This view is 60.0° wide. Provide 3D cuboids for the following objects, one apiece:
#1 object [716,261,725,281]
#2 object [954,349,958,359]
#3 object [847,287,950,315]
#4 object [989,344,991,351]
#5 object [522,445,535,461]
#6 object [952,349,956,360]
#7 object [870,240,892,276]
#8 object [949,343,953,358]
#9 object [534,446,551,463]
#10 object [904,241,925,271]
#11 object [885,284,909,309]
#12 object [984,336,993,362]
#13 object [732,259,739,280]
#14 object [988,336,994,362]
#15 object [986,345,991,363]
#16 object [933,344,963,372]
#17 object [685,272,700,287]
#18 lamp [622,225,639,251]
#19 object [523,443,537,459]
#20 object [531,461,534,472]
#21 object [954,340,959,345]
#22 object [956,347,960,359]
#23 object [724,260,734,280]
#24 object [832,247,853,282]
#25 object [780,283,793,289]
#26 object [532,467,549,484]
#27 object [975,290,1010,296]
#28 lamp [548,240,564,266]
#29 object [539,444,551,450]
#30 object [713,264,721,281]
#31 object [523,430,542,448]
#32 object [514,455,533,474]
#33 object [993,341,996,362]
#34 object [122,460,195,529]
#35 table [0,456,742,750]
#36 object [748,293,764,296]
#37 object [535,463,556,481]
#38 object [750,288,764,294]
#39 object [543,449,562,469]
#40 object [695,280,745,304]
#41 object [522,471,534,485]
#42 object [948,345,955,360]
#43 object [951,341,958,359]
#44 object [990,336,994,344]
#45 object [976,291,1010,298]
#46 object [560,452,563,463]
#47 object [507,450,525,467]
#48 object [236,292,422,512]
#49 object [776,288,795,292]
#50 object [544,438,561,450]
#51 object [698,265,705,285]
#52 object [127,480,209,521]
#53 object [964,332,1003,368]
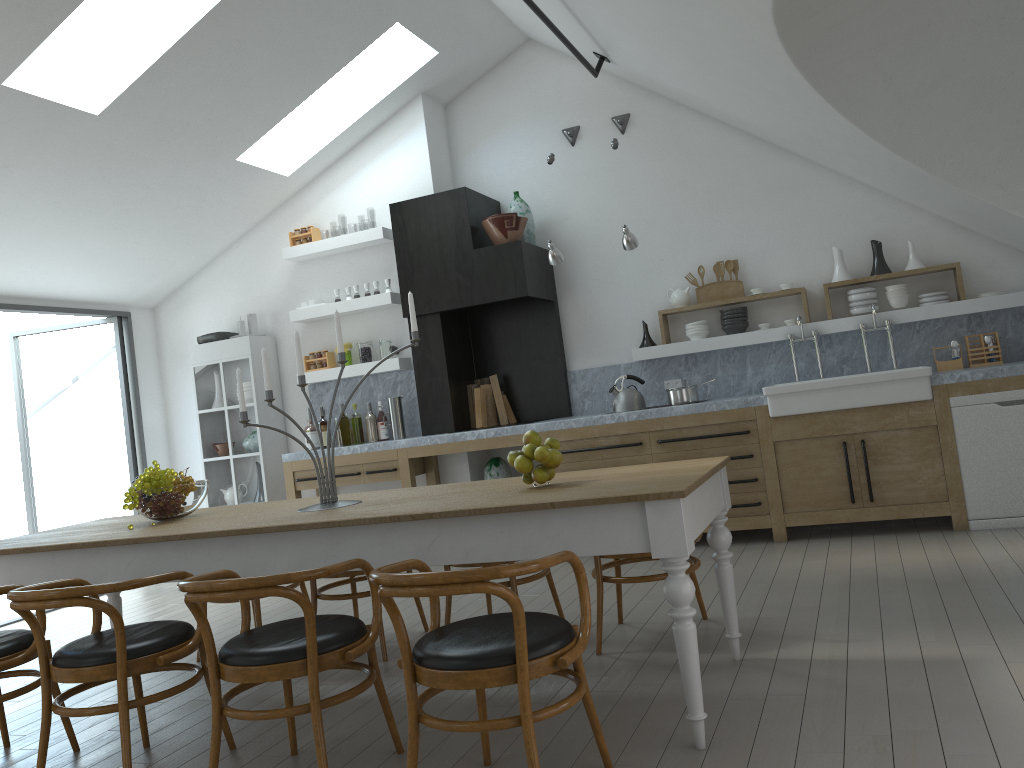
[{"bbox_3d":[1.610,-0.789,6.773,0.057,0.300,0.019,-9,-3,21],"label":"object"},{"bbox_3d":[3.060,-0.201,6.106,0.018,0.196,0.023,-8,-3,16],"label":"object"},{"bbox_3d":[2.741,-0.617,6.303,0.656,0.196,0.198,-8,-2,21],"label":"object"},{"bbox_3d":[3.271,-0.230,6.059,0.018,0.196,0.023,-9,-3,29],"label":"object"},{"bbox_3d":[0.073,0.261,3.405,0.072,0.071,0.066,-7,-2,-9],"label":"object"},{"bbox_3d":[3.057,-0.201,6.127,0.018,0.196,0.020,-9,-4,31],"label":"object"},{"bbox_3d":[2.631,-0.908,6.363,0.156,0.268,0.156,-9,-3,26],"label":"object"},{"bbox_3d":[3.046,-0.199,6.125,0.022,0.196,0.019,-8,-3,9],"label":"object"},{"bbox_3d":[0.112,0.261,3.266,0.062,0.063,0.063,-7,-2,-16],"label":"object"},{"bbox_3d":[2.844,-0.913,6.289,0.156,0.219,0.156,-8,-2,3],"label":"object"},{"bbox_3d":[2.733,-0.618,6.280,0.154,0.160,0.157,-6,-3,-41],"label":"object"},{"bbox_3d":[3.253,-0.232,6.035,0.042,0.193,0.040,-6,-3,-18],"label":"object"},{"bbox_3d":[1.711,-0.802,6.755,0.057,0.294,0.030,-9,-3,21],"label":"object"},{"bbox_3d":[3.270,-0.231,6.038,0.018,0.196,0.020,-10,-4,43],"label":"object"},{"bbox_3d":[3.268,-0.220,6.075,0.019,0.179,0.044,-8,-3,19],"label":"object"},{"bbox_3d":[3.029,-0.181,6.152,0.172,0.172,0.100,-8,-3,23],"label":"object"},{"bbox_3d":[1.444,-0.749,6.857,0.198,0.259,0.016,-9,-3,32],"label":"object"},{"bbox_3d":[0.830,-1.031,6.265,0.112,0.176,0.169,-8,-2,13],"label":"lamp"},{"bbox_3d":[0.070,0.251,3.306,0.053,0.057,0.058,-9,-3,36],"label":"object"},{"bbox_3d":[0.056,0.318,3.401,0.059,0.056,0.059,-8,-2,16],"label":"object"},{"bbox_3d":[3.071,-0.205,6.134,0.042,0.193,0.040,-6,-3,-31],"label":"object"},{"bbox_3d":[3.069,-0.194,6.091,0.019,0.179,0.044,-8,-3,6],"label":"object"},{"bbox_3d":[1.670,-0.797,6.752,0.067,0.298,0.039,-9,-3,21],"label":"object"},{"bbox_3d":[2.389,-0.874,6.460,0.156,0.268,0.156,-8,-3,10],"label":"object"},{"bbox_3d":[2.045,-0.719,6.598,0.098,0.049,0.098,-8,-2,19],"label":"object"},{"bbox_3d":[0.106,0.341,3.299,0.063,0.063,0.063,-9,-3,32],"label":"object"},{"bbox_3d":[3.305,-0.614,6.094,0.213,0.025,0.213,-8,-1,9],"label":"object"},{"bbox_3d":[0.298,-0.952,6.476,0.115,0.178,0.165,-10,-3,40],"label":"lamp"},{"bbox_3d":[0.122,0.253,3.351,0.053,0.051,0.053,-7,-2,-8],"label":"object"},{"bbox_3d":[1.586,-0.786,6.803,0.061,0.300,0.040,-8,-3,19],"label":"object"},{"bbox_3d":[0.077,0.211,3.360,0.072,0.074,0.072,-8,-2,21],"label":"object"},{"bbox_3d":[0.043,0.299,3.299,0.070,0.072,0.071,-7,-2,-14],"label":"object"},{"bbox_3d":[3.280,-0.232,6.038,0.022,0.196,0.019,-9,-3,22],"label":"object"},{"bbox_3d":[-1.606,0.487,4.069,0.292,0.285,0.393,-7,-2,-15],"label":"object"},{"bbox_3d":[-0.790,0.917,3.712,3.343,0.800,1.018,-8,-2,21],"label":"table"},{"bbox_3d":[1.851,-0.668,6.673,0.163,0.012,0.164,-9,-2,39],"label":"object"},{"bbox_3d":[0.126,0.333,3.370,0.078,0.074,0.080,-7,-2,-24],"label":"object"},{"bbox_3d":[1.848,-0.691,6.675,0.098,0.049,0.098,-8,-2,19],"label":"object"},{"bbox_3d":[0.149,0.280,3.310,0.077,0.076,0.076,-7,-2,-12],"label":"object"},{"bbox_3d":[1.592,-0.707,6.790,0.353,0.158,0.084,-8,-3,21],"label":"object"},{"bbox_3d":[0.063,0.355,3.353,0.051,0.050,0.050,-8,-2,25],"label":"object"},{"bbox_3d":[3.035,-0.189,6.108,0.044,0.179,0.019,-7,-3,-14],"label":"object"},{"bbox_3d":[3.054,-0.204,6.089,0.042,0.193,0.040,-6,-4,-32],"label":"object"},{"bbox_3d":[3.280,-0.234,6.075,0.042,0.193,0.040,-6,-3,-20],"label":"object"},{"bbox_3d":[3.306,-0.605,6.093,0.213,0.025,0.213,-8,-1,9],"label":"object"},{"bbox_3d":[0.168,0.281,3.362,0.053,0.053,0.051,-8,-2,13],"label":"object"},{"bbox_3d":[0.020,0.284,3.358,0.072,0.064,0.071,-8,-2,15],"label":"object"},{"bbox_3d":[-0.740,0.068,3.706,0.775,0.876,0.265,-7,-3,-5],"label":"object"},{"bbox_3d":[2.048,-0.696,6.596,0.163,0.012,0.164,-9,-2,39],"label":"object"},{"bbox_3d":[0.155,0.234,3.390,0.062,0.060,0.062,-8,-2,22],"label":"object"},{"bbox_3d":[1.476,-0.771,6.847,0.055,0.300,0.027,-9,-3,21],"label":"object"},{"bbox_3d":[-1.575,0.547,4.084,0.360,0.160,0.359,-8,-2,2],"label":"object"},{"bbox_3d":[3.235,-0.236,6.084,0.200,0.223,0.104,-8,-3,21],"label":"object"}]
